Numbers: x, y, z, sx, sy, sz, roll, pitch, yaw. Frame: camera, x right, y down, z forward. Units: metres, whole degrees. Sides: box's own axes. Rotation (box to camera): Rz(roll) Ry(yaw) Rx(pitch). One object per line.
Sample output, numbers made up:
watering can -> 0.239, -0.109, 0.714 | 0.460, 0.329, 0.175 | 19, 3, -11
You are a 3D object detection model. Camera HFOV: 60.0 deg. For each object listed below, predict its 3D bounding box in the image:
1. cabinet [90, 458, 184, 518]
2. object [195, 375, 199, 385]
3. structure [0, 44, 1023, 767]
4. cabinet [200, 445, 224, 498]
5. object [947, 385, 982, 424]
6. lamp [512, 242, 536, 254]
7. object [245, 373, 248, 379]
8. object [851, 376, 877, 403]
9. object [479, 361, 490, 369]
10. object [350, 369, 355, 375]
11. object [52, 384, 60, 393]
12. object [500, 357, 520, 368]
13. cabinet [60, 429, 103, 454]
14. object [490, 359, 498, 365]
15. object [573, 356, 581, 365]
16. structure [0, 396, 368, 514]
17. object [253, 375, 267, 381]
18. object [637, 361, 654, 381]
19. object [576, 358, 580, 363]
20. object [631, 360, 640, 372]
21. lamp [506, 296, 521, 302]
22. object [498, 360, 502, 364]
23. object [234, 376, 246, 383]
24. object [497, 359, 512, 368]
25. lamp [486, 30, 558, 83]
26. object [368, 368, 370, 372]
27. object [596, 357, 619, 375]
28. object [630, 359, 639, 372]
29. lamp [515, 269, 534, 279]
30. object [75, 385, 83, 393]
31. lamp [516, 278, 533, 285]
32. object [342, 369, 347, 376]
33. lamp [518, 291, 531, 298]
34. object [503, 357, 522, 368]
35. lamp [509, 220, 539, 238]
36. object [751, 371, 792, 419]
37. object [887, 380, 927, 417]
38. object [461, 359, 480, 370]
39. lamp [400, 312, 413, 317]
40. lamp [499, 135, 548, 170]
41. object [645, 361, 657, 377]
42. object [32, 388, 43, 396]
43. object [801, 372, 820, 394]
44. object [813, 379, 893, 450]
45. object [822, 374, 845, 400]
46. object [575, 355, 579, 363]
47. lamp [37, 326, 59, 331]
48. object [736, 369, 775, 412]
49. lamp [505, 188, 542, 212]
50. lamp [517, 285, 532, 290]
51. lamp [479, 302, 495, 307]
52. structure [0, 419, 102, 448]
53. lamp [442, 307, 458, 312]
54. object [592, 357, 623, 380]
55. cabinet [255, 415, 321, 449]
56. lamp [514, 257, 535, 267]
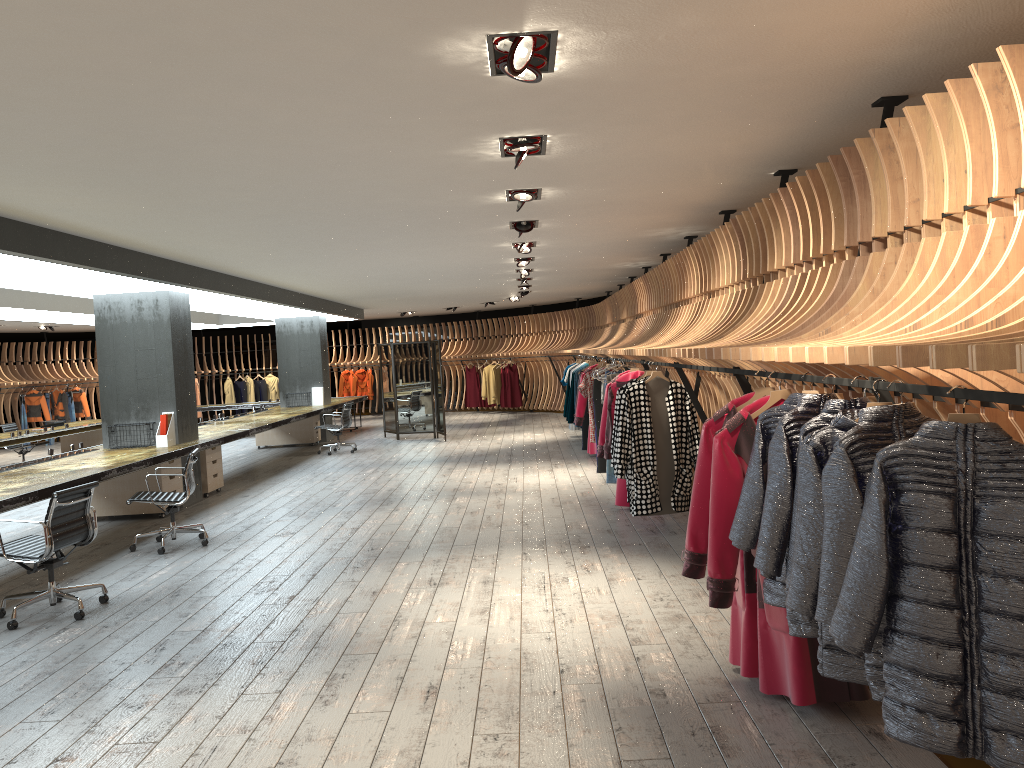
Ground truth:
cabinet -> -4.368, 1.173, 9.946 | 1.131, 0.630, 0.594 | -3, 2, 1
object -> -8.620, -0.100, 24.167 | 0.012, 0.270, 0.525 | -4, 2, -34
structure -> -5.397, 0.344, 7.670 | 14.881, 2.439, 36.571 | -3, 2, 1
cabinet -> -4.348, 1.122, 11.299 | 1.131, 0.630, 0.594 | -3, 2, 1
object -> 1.130, 0.115, 2.213 | 0.440, 0.226, 0.010 | -2, 2, 41
lamp -> 0.134, -1.598, 9.917 | 0.269, 0.284, 0.493 | -3, 2, 1
object -> -7.384, -0.191, 24.752 | 0.012, 0.270, 0.525 | -4, 2, -44
object -> 1.154, 0.092, 2.857 | 0.438, 0.242, 0.016 | -2, 1, 26
object -> -0.665, -0.531, 23.262 | 0.525, 0.270, 0.012 | -5, 2, -34
object -> -4.499, -0.374, 25.074 | 0.012, 0.270, 0.525 | -3, 2, 6
object -> -11.081, 0.143, 21.563 | 0.525, 0.270, 0.012 | -3, 1, 21
object -> -0.051, -0.542, 22.569 | 0.525, 0.270, 0.012 | -3, 1, 1
cabinet -> -7.798, 1.125, 16.725 | 1.131, 0.630, 0.594 | -3, 2, 1
object -> -0.458, -0.539, 23.040 | 0.525, 0.270, 0.012 | -3, 1, 1
object -> 1.303, -0.403, 16.808 | 0.523, 0.288, 0.015 | -3, 1, 11
structure -> -5.940, 1.091, 11.767 | 4.835, 0.844, 18.484 | -3, 2, 1
object -> -7.089, -0.212, 24.830 | 0.525, 0.270, 0.012 | -2, 1, 26
object -> 1.217, -0.073, 7.826 | 0.525, 0.270, 0.012 | -3, 1, 21
object -> 1.333, -0.435, 17.421 | 0.525, 0.270, 0.012 | -3, 1, 16
object -> 1.194, -0.098, 8.565 | 0.525, 0.270, 0.012 | -2, 2, 31
lamp -> 0.064, -1.944, 19.471 | 0.269, 0.287, 0.493 | -4, 2, -19
object -> -0.316, -0.541, 22.869 | 0.012, 0.270, 0.525 | -2, 2, 41
object -> -7.568, -0.179, 24.676 | 0.525, 0.270, 0.012 | -2, 2, 36
object -> -0.155, -0.540, 22.692 | 0.525, 0.270, 0.012 | -4, 1, -24
lamp -> 0.039, -1.353, 3.540 | 0.269, 0.294, 0.493 | -3, 2, 1
object -> -4.026, -0.399, 24.989 | 0.012, 0.270, 0.525 | -4, 2, -19
object -> 1.252, -0.208, 11.374 | 0.525, 0.270, 0.012 | -2, 2, 41
object -> 1.235, -0.113, 8.886 | 0.525, 0.270, 0.012 | -3, 1, 21
lamp -> 0.182, -1.710, 13.106 | 0.269, 0.301, 0.493 | -3, 2, 1
object -> -10.816, 0.107, 22.036 | 0.525, 0.270, 0.012 | -2, 2, 31
lamp -> 0.205, -1.777, 14.701 | 0.269, 0.286, 0.493 | -3, 2, 1
object -> -4.690, -0.363, 25.076 | 0.012, 0.270, 0.525 | -3, 2, 16
lamp -> 0.250, -1.894, 17.890 | 0.269, 0.291, 0.493 | -3, 2, -3
object -> 0.005, -0.542, 22.485 | 0.525, 0.270, 0.012 | -4, 1, -24
lamp -> 0.110, -1.534, 8.323 | 0.269, 0.291, 0.493 | -3, 2, 1
object -> 1.169, 0.086, 3.799 | 0.523, 0.290, 0.015 | -3, 1, 11
object -> 1.150, 0.107, 2.579 | 0.438, 0.244, 0.010 | -3, 1, 1
object -> -1.108, -0.519, 23.632 | 0.525, 0.270, 0.012 | -3, 1, 1
lamp -> -2.754, -1.912, 23.168 | 0.492, 0.292, 0.269 | -2, 2, 33
lamp -> 0.063, -1.412, 5.134 | 0.269, 0.295, 0.493 | -3, 2, 1
object -> 1.183, -0.059, 7.501 | 0.525, 0.270, 0.012 | -3, 1, 1
object -> -11.341, 0.175, 21.031 | 0.525, 0.270, 0.012 | -3, 1, 16
object -> 1.145, 0.067, 3.389 | 0.010, 0.226, 0.440 | -4, 2, -39
object -> 1.121, 0.098, 2.699 | 0.440, 0.226, 0.010 | -2, 1, 26
object -> 1.143, 0.076, 3.152 | 0.440, 0.226, 0.010 | -4, 1, -9
object -> 1.328, -0.440, 17.558 | 0.525, 0.270, 0.012 | -4, 1, -9
lamp -> -10.553, -1.339, 20.109 | 0.269, 0.296, 0.493 | -3, 2, 21
object -> 1.166, 0.066, 4.072 | 0.525, 0.270, 0.012 | -2, 2, 31
lamp -> 0.087, -1.473, 6.729 | 0.269, 0.294, 0.493 | -3, 2, 1
lamp -> 0.229, -1.833, 16.295 | 0.269, 0.294, 0.493 | -3, 2, 1
lamp -> -0.534, -1.960, 20.942 | 0.269, 0.292, 0.492 | -4, 2, -31
structure -> -7.770, 1.190, 12.011 | 1.162, 0.844, 10.456 | -3, 2, 1
lamp -> -1.496, -1.949, 22.202 | 0.269, 0.294, 0.492 | -5, 2, -44
object -> 1.257, -0.200, 11.161 | 0.525, 0.270, 0.012 | -3, 1, 1
cabinet -> -4.381, 0.901, 17.355 | 1.131, 0.630, 0.594 | -3, 2, 1
lamp -> 0.158, -1.652, 11.512 | 0.269, 0.296, 0.493 | -3, 2, 1
